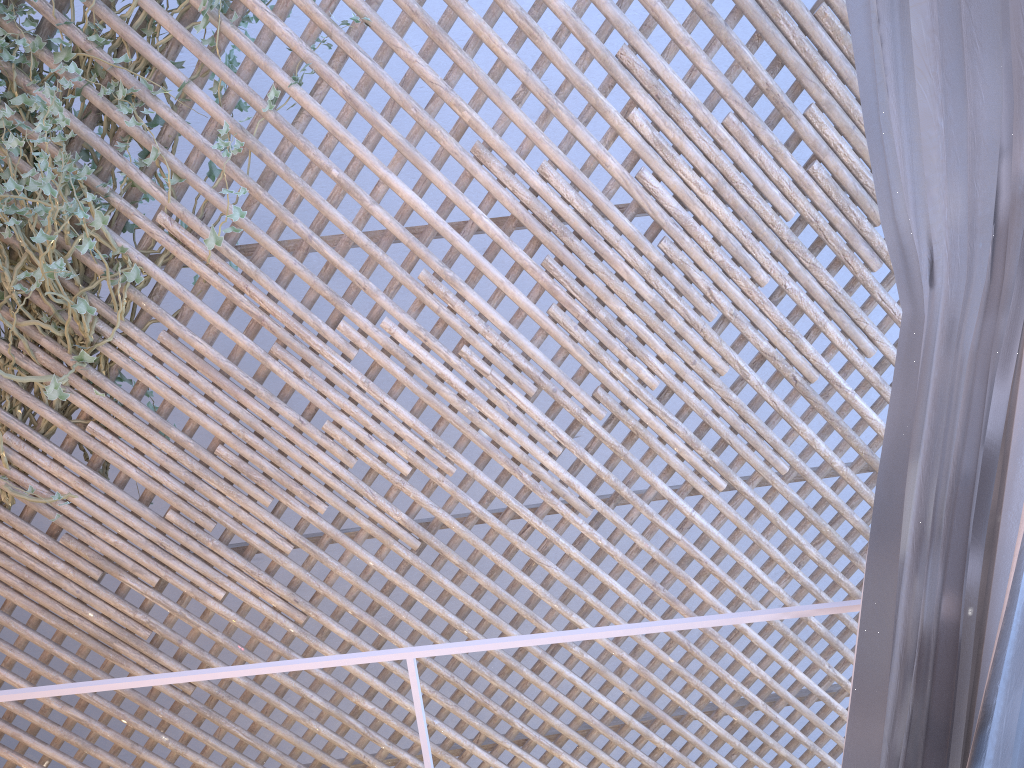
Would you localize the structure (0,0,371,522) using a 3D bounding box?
[{"bbox_3d":[-1.018,-0.814,1.985,2.359,3.002,0.653,-8,20,-6],"label":"structure"}]

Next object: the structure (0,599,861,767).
[{"bbox_3d":[-0.365,0.619,1.030,1.708,0.626,0.024,-6,21,2],"label":"structure"}]

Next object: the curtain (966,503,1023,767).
[{"bbox_3d":[0.410,-0.528,0.268,0.098,2.653,0.451,-7,20,-4],"label":"curtain"}]
